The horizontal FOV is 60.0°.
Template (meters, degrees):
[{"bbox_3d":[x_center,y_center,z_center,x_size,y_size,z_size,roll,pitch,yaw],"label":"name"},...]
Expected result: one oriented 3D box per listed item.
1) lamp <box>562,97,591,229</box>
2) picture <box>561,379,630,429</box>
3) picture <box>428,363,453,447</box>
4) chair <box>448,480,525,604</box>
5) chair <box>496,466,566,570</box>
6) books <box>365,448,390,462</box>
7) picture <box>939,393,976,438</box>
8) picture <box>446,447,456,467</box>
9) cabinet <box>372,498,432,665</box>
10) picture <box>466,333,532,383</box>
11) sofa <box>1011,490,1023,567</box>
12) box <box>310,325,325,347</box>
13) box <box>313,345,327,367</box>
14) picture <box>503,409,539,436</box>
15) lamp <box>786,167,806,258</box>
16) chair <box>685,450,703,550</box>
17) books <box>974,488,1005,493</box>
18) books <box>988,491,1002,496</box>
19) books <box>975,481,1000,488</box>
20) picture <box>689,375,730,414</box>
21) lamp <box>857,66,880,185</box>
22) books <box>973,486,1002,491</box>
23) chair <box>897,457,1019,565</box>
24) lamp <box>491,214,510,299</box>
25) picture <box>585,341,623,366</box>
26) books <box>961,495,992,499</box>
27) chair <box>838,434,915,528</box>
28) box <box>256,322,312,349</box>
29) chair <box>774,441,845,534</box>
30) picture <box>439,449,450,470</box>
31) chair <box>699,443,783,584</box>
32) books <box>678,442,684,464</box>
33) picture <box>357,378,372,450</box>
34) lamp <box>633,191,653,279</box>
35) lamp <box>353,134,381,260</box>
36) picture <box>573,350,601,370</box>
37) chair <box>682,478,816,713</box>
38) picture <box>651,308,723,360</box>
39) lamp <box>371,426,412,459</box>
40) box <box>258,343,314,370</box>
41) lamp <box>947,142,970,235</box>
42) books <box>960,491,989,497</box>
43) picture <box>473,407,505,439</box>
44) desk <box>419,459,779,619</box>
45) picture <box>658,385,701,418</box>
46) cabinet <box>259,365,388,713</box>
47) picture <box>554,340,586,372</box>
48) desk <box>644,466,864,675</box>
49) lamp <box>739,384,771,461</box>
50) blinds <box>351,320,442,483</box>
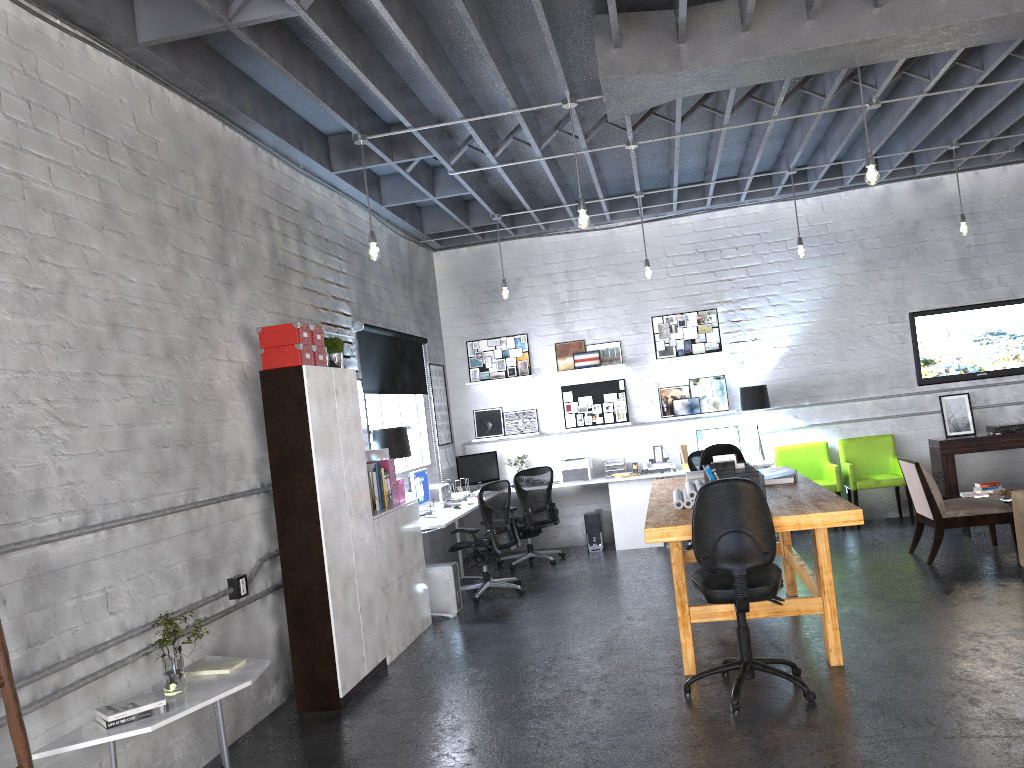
[{"bbox_3d":[0.436,-1.481,5.978,0.104,0.878,0.104,-7,-1,10],"label":"lamp"},{"bbox_3d":[0.963,0.232,10.302,0.749,0.503,0.058,-7,-1,10],"label":"picture"},{"bbox_3d":[-0.814,0.236,10.141,0.020,0.935,0.658,-7,-1,10],"label":"picture"},{"bbox_3d":[-0.285,1.417,8.117,0.753,1.031,0.732,-7,-1,14],"label":"chair"},{"bbox_3d":[0.137,1.417,9.523,0.753,1.031,0.731,-8,-2,34],"label":"chair"},{"bbox_3d":[-1.053,0.647,7.003,0.192,0.267,0.060,-7,-1,10],"label":"books"},{"bbox_3d":[4.824,0.337,9.604,0.308,0.457,0.092,-7,-1,10],"label":"picture"},{"bbox_3d":[-0.704,0.847,10.307,0.036,0.221,0.289,-7,-2,10],"label":"picture"},{"bbox_3d":[-1.034,1.462,6.715,0.466,1.021,1.151,-7,-2,10],"label":"cabinet"},{"bbox_3d":[-0.159,-0.303,10.497,0.749,0.503,0.058,-7,-1,10],"label":"picture"},{"bbox_3d":[4.775,0.954,5.892,2.331,0.628,1.104,-7,-2,10],"label":"sofa"},{"bbox_3d":[-1.341,-0.286,5.591,0.268,0.133,0.206,-7,-2,10],"label":"box"},{"bbox_3d":[-1.325,-0.156,5.588,0.270,0.131,0.206,-7,-2,10],"label":"box"},{"bbox_3d":[0.104,0.451,10.459,0.410,0.277,0.036,-7,-1,10],"label":"picture"},{"bbox_3d":[2.772,-1.662,8.643,0.104,0.878,0.104,-7,-1,10],"label":"lamp"},{"bbox_3d":[2.088,1.183,9.336,0.731,1.031,0.753,-6,-1,-21],"label":"chair"},{"bbox_3d":[4.642,1.034,8.629,0.161,0.026,0.223,-6,-2,-21],"label":"books"},{"bbox_3d":[4.620,1.065,8.638,0.223,0.032,0.161,-6,-2,-10],"label":"books"},{"bbox_3d":[4.623,0.978,8.628,0.185,0.041,0.129,-7,-2,4],"label":"books"},{"bbox_3d":[2.241,0.123,10.084,0.410,0.408,0.047,-7,-1,10],"label":"picture"},{"bbox_3d":[2.251,-1.704,5.660,0.104,0.878,0.104,-7,-1,10],"label":"lamp"},{"bbox_3d":[4.629,1.010,8.635,0.208,0.024,0.144,-6,-2,-5],"label":"books"},{"bbox_3d":[3.749,1.020,7.474,0.725,0.842,0.575,-7,-1,10],"label":"chair"},{"bbox_3d":[-0.111,-1.309,9.148,0.104,0.878,0.104,-7,-1,10],"label":"lamp"},{"bbox_3d":[1.068,-0.339,10.288,0.410,0.277,0.036,-7,-1,10],"label":"picture"},{"bbox_3d":[4.383,1.077,8.368,0.174,0.045,0.240,-7,-2,-1],"label":"books"},{"bbox_3d":[3.914,1.033,9.554,0.611,0.920,0.516,-7,-1,10],"label":"chair"},{"bbox_3d":[-1.376,-0.287,5.385,0.270,0.131,0.206,-7,-2,10],"label":"box"},{"bbox_3d":[3.235,1.117,9.673,0.611,0.920,0.516,-7,-1,10],"label":"chair"},{"bbox_3d":[-0.764,0.842,9.965,0.036,0.221,0.289,-7,-2,10],"label":"picture"},{"bbox_3d":[1.807,1.077,7.247,0.659,1.164,0.687,-7,-1,8],"label":"chair"},{"bbox_3d":[1.905,0.804,9.960,0.036,0.296,0.210,-7,-1,10],"label":"books"},{"bbox_3d":[-1.291,0.337,7.318,0.020,0.780,0.606,-7,-1,10],"label":"picture"},{"bbox_3d":[1.322,-1.484,8.897,0.104,0.878,0.104,-7,-1,10],"label":"lamp"},{"bbox_3d":[-1.013,-1.304,6.232,0.104,0.878,0.104,-7,-1,10],"label":"lamp"},{"bbox_3d":[0.869,-0.275,10.307,0.311,0.196,0.029,-7,-1,10],"label":"picture"},{"bbox_3d":[1.180,1.064,4.752,0.659,1.164,0.687,-7,-1,8],"label":"chair"},{"bbox_3d":[1.992,-0.567,10.120,0.749,0.503,0.058,-7,-1,10],"label":"picture"},{"bbox_3d":[-0.994,0.789,7.512,0.333,0.831,0.333,-6,-1,-29],"label":"lamp"},{"bbox_3d":[-1.361,-0.159,5.383,0.270,0.131,0.206,-7,-2,10],"label":"box"},{"bbox_3d":[4.228,-1.841,8.388,0.104,0.878,0.104,-6,-1,-36],"label":"lamp"},{"bbox_3d":[4.374,1.042,8.391,0.223,0.027,0.161,-7,-2,19],"label":"books"},{"bbox_3d":[-0.275,0.465,10.528,0.355,0.343,0.042,-7,-1,10],"label":"picture"},{"bbox_3d":[0.890,1.423,8.674,3.576,0.785,3.299,-7,-2,10],"label":"desk"},{"bbox_3d":[1.914,0.195,10.132,0.452,0.345,0.054,-7,-1,10],"label":"picture"},{"bbox_3d":[-1.176,0.926,5.685,0.291,2.046,0.873,-7,-1,10],"label":"cabinet"},{"bbox_3d":[0.688,-0.326,10.357,0.355,0.343,0.042,-7,-1,10],"label":"picture"},{"bbox_3d":[1.544,1.185,6.013,1.115,0.926,2.832,-7,-2,10],"label":"desk"},{"bbox_3d":[2.709,0.436,9.793,0.333,0.831,0.333,-6,-1,-29],"label":"lamp"},{"bbox_3d":[-1.041,0.283,8.566,0.100,1.631,2.119,-7,-2,10],"label":"blinds"}]
